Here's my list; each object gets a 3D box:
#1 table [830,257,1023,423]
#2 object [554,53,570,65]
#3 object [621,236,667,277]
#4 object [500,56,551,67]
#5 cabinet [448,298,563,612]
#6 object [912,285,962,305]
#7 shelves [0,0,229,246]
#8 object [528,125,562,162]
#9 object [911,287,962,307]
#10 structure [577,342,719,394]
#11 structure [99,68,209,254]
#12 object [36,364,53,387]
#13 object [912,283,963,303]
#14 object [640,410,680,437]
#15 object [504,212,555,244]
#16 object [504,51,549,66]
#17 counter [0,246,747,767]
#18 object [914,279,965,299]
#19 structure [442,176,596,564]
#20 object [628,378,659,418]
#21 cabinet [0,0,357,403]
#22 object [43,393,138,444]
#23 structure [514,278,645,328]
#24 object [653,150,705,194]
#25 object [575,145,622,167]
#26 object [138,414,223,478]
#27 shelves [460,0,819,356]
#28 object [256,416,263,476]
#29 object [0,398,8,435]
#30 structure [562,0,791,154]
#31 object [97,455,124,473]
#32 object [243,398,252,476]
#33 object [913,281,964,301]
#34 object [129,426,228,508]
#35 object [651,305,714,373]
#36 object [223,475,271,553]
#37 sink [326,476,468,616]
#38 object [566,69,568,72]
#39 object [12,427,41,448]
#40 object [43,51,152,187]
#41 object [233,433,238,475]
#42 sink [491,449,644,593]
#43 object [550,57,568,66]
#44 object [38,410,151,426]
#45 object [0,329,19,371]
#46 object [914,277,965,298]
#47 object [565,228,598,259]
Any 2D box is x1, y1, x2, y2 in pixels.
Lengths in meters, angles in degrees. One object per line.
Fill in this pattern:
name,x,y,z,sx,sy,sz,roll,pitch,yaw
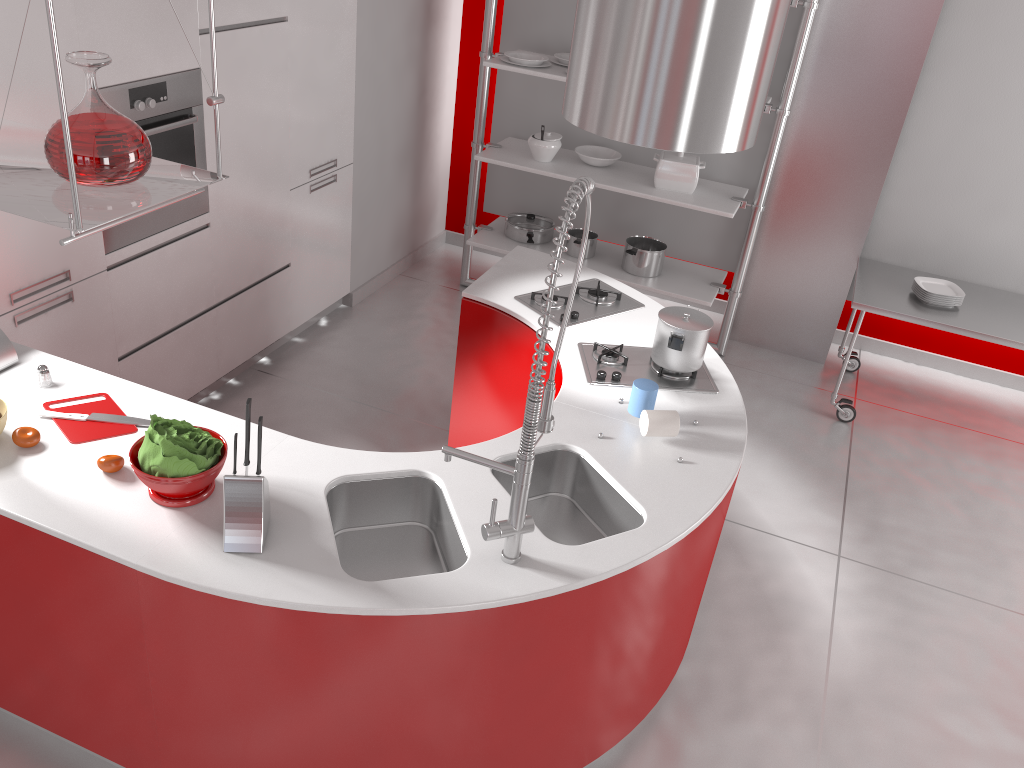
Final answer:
table,2.523,-0.045,4.636,1.627,0.682,0.749,17,31,16
object,0.352,-1.796,4.938,0.244,0.042,0.244,12,30,8
object,0.762,-0.737,5.126,0.240,0.161,0.259,8,30,1
object,0.075,-1.747,4.817,0.280,0.015,0.280,-12,35,-30
cabinet,-0.732,0.321,2.994,1.875,0.761,1.025,-7,33,-23
object,2.167,-0.452,4.531,0.228,0.020,0.228,7,30,0
shelves,-1.125,-0.916,1.790,0.934,1.023,0.462,17,31,15
object,0.186,-1.373,5.017,0.192,0.214,0.192,10,30,4
object,2.166,-0.443,4.536,0.228,0.020,0.228,7,30,0
structure,0.470,-0.073,3.091,0.457,0.037,0.303,4,30,-6
structure,-1.357,-0.859,3.395,0.050,0.589,0.599,17,31,15
object,-1.355,-0.026,2.565,0.043,0.066,0.042,24,34,27
object,2.168,-0.461,4.526,0.228,0.020,0.228,7,30,0
object,0.442,0.111,2.681,0.100,0.080,0.109,1,30,-11
object,0.084,-0.949,5.369,0.308,0.130,0.407,21,32,22
object,0.076,-1.759,4.810,0.244,0.042,0.244,9,30,2
counter,-0.501,0.440,2.903,2.865,0.880,1.868,-14,36,-33
object,2.170,-0.478,4.516,0.228,0.020,0.228,7,30,0
structure,0.029,-0.006,1.985,0.308,0.920,0.178,-8,33,-25
object,0.408,0.037,2.783,0.080,0.100,0.109,3,30,-8
cabinet,-1.563,-0.899,3.828,0.614,2.026,2.398,17,31,15
object,-1.172,0.093,2.461,0.168,0.006,0.266,-19,39,-38
structure,0.272,-0.340,3.509,0.457,0.037,0.303,-17,38,-36
object,0.910,-1.179,4.866,0.282,0.197,0.235,11,30,7
object,0.490,-1.298,5.100,0.272,0.072,0.272,-2,31,-16
object,-0.811,0.172,2.186,0.198,0.182,0.193,20,32,20
shelves,0.610,-1.523,4.830,1.735,2.599,0.535,17,31,15
object,-0.591,0.221,2.070,0.012,0.279,0.130,2,30,-10
object,-1.415,0.112,2.296,0.201,0.086,0.201,17,31,16
structure,0.538,-1.267,2.709,0.644,0.958,0.644,-1,31,-14
object,-1.024,0.200,2.265,0.064,0.048,0.063,5,30,-4
object,-0.617,0.202,2.066,0.014,0.322,0.150,2,30,-10
object,2.169,-0.470,4.521,0.228,0.020,0.228,7,30,0
object,-0.827,0.215,2.215,0.229,0.118,0.228,2,30,-10
object,0.582,-0.159,3.044,0.189,0.185,0.218,-3,31,-17
object,-0.624,0.281,2.081,0.091,0.178,0.137,3,30,-8
sink,-0.306,0.434,2.285,0.326,0.172,0.428,-3,32,-18
object,0.422,-1.637,4.704,0.280,0.015,0.280,-17,38,-36
object,-1.268,0.141,2.317,0.065,0.047,0.063,16,31,15
object,-0.888,-0.563,1.892,0.213,0.266,0.213,-18,38,-37
object,-0.644,0.217,2.062,0.009,0.197,0.091,2,30,-10
sink,0.137,0.382,2.478,0.326,0.172,0.428,-10,34,-28
object,0.351,-1.785,4.944,0.280,0.015,0.280,-12,35,-30
object,-1.114,0.094,2.458,0.375,0.008,0.041,5,30,-5
object,-1.682,-0.095,2.494,0.300,0.170,0.400,17,31,15
object,2.171,-0.487,4.511,0.228,0.020,0.228,7,30,0
object,0.411,-0.831,5.248,0.182,0.122,0.196,-5,32,-21
